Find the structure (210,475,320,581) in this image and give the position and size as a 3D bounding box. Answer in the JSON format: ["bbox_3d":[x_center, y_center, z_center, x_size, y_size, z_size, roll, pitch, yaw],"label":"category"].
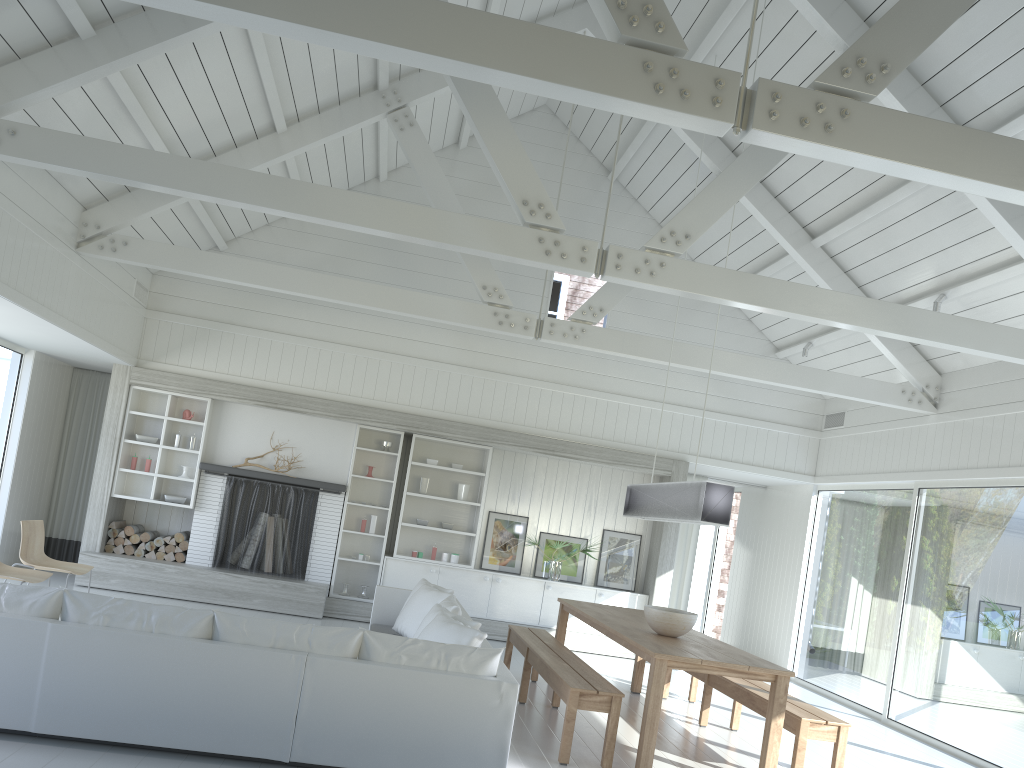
[{"bbox_3d":[-2.760,1.619,9.874,1.100,1.058,0.117,10,-3,-8],"label":"structure"}]

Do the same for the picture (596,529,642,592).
[{"bbox_3d":[1.312,2.163,10.799,0.496,0.700,0.065,10,-3,-8],"label":"picture"}]

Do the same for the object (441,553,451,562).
[{"bbox_3d":[-0.776,2.051,10.435,0.091,0.095,0.091,6,-6,26],"label":"object"}]

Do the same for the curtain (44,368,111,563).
[{"bbox_3d":[-5.239,1.006,10.763,0.631,2.359,0.117,9,-2,-9],"label":"curtain"}]

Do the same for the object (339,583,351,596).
[{"bbox_3d":[-1.932,2.376,10.218,0.136,0.129,0.139,5,-7,35],"label":"object"}]

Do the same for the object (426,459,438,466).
[{"bbox_3d":[-0.942,0.926,10.387,0.141,0.066,0.142,10,-8,-8],"label":"object"}]

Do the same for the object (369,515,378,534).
[{"bbox_3d":[-1.620,1.637,10.279,0.072,0.210,0.071,9,-3,-8],"label":"object"}]

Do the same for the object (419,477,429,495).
[{"bbox_3d":[-1.037,1.202,10.368,0.103,0.196,0.103,10,-4,-8],"label":"object"}]

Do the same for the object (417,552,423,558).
[{"bbox_3d":[-1.080,2.009,10.363,0.059,0.060,0.057,12,-6,-30],"label":"object"}]

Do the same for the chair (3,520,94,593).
[{"bbox_3d":[-3.796,1.532,7.205,0.556,0.776,0.598,10,-5,-8],"label":"chair"}]

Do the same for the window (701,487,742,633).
[{"bbox_3d":[3.222,2.776,13.434,0.038,2.416,0.949,9,-3,-7],"label":"window"}]

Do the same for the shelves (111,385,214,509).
[{"bbox_3d":[-3.897,0.729,9.971,0.868,1.233,0.551,10,-3,-8],"label":"shelves"}]

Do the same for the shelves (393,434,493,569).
[{"bbox_3d":[-0.840,1.404,10.537,0.941,1.436,0.607,10,-3,-8],"label":"shelves"}]

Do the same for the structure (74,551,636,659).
[{"bbox_3d":[-1.627,2.624,10.683,6.365,0.344,1.893,10,-8,-8],"label":"structure"}]

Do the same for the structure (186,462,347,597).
[{"bbox_3d":[-2.816,1.686,10.225,1.620,1.280,0.863,10,-4,-8],"label":"structure"}]

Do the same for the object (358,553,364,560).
[{"bbox_3d":[-1.757,2.008,10.256,0.054,0.071,0.054,10,-5,-8],"label":"object"}]

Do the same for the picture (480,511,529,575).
[{"bbox_3d":[-0.086,1.912,10.599,0.496,0.700,0.065,10,-3,-8],"label":"picture"}]

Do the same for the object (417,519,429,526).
[{"bbox_3d":[-1.054,1.627,10.357,0.141,0.066,0.142,10,-8,-8],"label":"object"}]

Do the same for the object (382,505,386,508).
[{"bbox_3d":[-1.507,1.443,10.394,0.054,0.025,0.054,10,-8,-8],"label":"object"}]

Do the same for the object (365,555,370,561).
[{"bbox_3d":[-1.685,2.026,10.264,0.058,0.060,0.058,10,-5,-8],"label":"object"}]

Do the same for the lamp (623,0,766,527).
[{"bbox_3d":[1.534,-1.030,6.860,0.201,4.222,1.913,9,-3,-7],"label":"lamp"}]

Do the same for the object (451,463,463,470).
[{"bbox_3d":[-0.661,0.998,10.571,0.141,0.066,0.142,10,-8,-8],"label":"object"}]

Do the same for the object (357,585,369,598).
[{"bbox_3d":[-1.718,2.415,10.248,0.136,0.129,0.139,5,-7,35],"label":"object"}]

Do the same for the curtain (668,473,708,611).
[{"bbox_3d":[2.022,2.334,11.947,1.008,2.359,0.117,9,-2,-8],"label":"curtain"}]

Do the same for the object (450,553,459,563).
[{"bbox_3d":[-0.673,2.051,10.381,0.085,0.111,0.086,7,-5,28],"label":"object"}]

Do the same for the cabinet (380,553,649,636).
[{"bbox_3d":[0.009,2.564,10.616,3.189,0.548,0.656,10,-6,-8],"label":"cabinet"}]

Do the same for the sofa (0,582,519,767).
[{"bbox_3d":[-1.986,1.714,6.342,3.485,0.734,4.158,10,-8,-7],"label":"sofa"}]

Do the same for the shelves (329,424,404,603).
[{"bbox_3d":[-1.707,1.527,10.408,0.542,1.990,0.606,9,-3,-8],"label":"shelves"}]

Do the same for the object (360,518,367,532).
[{"bbox_3d":[-1.725,1.626,10.265,0.054,0.195,0.054,9,-3,-8],"label":"object"}]

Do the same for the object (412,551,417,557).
[{"bbox_3d":[-1.144,1.988,10.328,0.055,0.071,0.054,12,-5,-29],"label":"object"}]

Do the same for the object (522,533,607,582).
[{"bbox_3d":[0.604,2.027,10.408,0.974,0.626,0.624,10,-6,-10],"label":"object"}]

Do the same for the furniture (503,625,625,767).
[{"bbox_3d":[0.291,2.267,6.664,0.341,0.468,2.696,10,-8,-7],"label":"furniture"}]

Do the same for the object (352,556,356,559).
[{"bbox_3d":[-1.836,2.017,10.244,0.054,0.025,0.054,10,-8,-8],"label":"object"}]

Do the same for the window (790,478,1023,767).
[{"bbox_3d":[4.361,1.745,5.476,0.081,2.404,10.992,9,-8,-7],"label":"window"}]

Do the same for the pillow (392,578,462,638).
[{"bbox_3d":[-0.685,1.973,7.461,0.464,0.474,2.064,10,-8,-15],"label":"pillow"}]

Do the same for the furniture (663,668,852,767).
[{"bbox_3d":[1.755,2.531,6.874,0.341,0.468,2.696,10,-8,-7],"label":"furniture"}]

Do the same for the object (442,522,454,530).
[{"bbox_3d":[-0.773,1.699,10.541,0.141,0.066,0.142,10,-8,-8],"label":"object"}]

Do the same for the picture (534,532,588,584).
[{"bbox_3d":[0.597,2.112,10.706,0.610,0.551,0.054,10,-3,-8],"label":"picture"}]

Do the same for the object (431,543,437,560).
[{"bbox_3d":[-0.915,1.969,10.378,0.054,0.195,0.054,9,-3,-8],"label":"object"}]

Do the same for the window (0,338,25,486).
[{"bbox_3d":[-4.843,0.258,5.271,0.081,2.404,8.765,9,-8,-7],"label":"window"}]

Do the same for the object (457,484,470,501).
[{"bbox_3d":[-0.579,1.285,10.434,0.102,0.196,0.104,6,-5,37],"label":"object"}]

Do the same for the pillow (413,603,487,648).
[{"bbox_3d":[-0.481,1.754,5.810,0.468,0.475,1.322,11,-8,-16],"label":"pillow"}]

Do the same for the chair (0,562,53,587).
[{"bbox_3d":[-3.737,1.422,6.424,0.556,0.776,0.598,10,-5,-8],"label":"chair"}]
